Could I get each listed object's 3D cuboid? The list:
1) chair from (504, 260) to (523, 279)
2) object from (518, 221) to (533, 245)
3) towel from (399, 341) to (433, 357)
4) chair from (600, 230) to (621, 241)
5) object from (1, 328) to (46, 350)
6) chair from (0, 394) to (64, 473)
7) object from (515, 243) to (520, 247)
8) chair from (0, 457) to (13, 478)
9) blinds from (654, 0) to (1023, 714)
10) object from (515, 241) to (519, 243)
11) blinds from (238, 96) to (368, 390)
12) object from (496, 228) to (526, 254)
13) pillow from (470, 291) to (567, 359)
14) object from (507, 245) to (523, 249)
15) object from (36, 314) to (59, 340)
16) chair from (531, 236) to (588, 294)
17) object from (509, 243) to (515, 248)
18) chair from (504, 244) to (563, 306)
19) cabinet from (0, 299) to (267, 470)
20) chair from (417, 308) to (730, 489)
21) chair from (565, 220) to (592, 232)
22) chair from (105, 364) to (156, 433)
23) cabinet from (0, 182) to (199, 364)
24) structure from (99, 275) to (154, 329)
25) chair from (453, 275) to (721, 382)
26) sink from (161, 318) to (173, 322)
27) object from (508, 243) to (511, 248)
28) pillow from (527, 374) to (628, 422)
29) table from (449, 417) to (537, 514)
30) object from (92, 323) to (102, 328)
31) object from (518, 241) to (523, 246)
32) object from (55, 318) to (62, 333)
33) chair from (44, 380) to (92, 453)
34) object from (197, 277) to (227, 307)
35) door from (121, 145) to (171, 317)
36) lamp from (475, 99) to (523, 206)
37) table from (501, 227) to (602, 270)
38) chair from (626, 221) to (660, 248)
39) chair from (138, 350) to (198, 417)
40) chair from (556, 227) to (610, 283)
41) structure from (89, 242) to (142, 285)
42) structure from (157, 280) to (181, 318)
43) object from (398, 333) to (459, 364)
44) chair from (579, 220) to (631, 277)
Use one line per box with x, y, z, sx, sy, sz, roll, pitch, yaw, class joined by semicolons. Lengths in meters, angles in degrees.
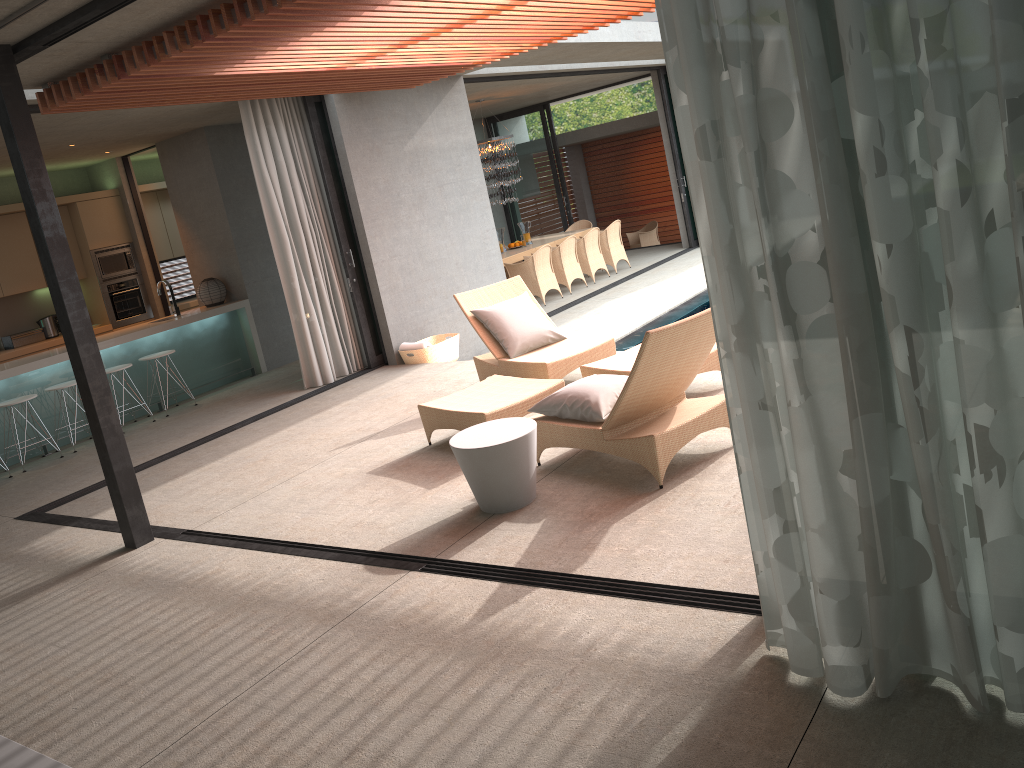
-0.173;-2.229;16.225;0.628;0.852;0.628;-5;13;37;chair
0.239;-2.546;14.918;0.192;0.382;0.196;-9;10;19;object
-0.946;-0.314;9.323;0.368;0.308;0.314;-4;14;37;towel
2.207;-3.110;20.309;0.619;0.852;0.637;-14;10;-7;chair
-5.990;-0.556;10.846;0.239;0.158;0.407;-3;15;37;object
-4.505;0.448;8.173;0.380;0.616;0.388;-5;12;37;chair
0.085;-2.295;14.623;0.082;0.080;0.081;-17;12;-23;object
-4.772;0.595;7.800;0.380;0.616;0.388;-5;12;37;chair
1.449;-0.550;1.877;2.416;2.888;0.227;-4;12;37;blinds
0.078;-2.350;14.664;0.071;0.047;0.072;-13;12;-2;object
-2.104;-1.476;9.040;0.228;2.898;0.900;-7;11;34;blinds
-0.094;-2.382;14.533;0.548;0.381;0.325;-21;13;-36;object
0.055;-0.492;7.300;0.616;0.422;0.427;-20;13;-34;pillow
0.066;-2.278;14.714;0.309;0.034;0.315;-11;13;6;object
-5.783;-0.722;11.081;0.177;0.282;0.282;-3;14;42;object
0.753;-1.846;13.768;0.628;0.852;0.628;-5;13;37;chair
0.001;-2.287;14.645;0.094;0.093;0.096;-7;12;27;object
0.336;-1.617;13.186;0.628;0.852;0.628;-5;13;37;chair
-4.515;0.070;9.170;0.797;0.887;4.195;-4;15;37;cabinet
0.295;-0.019;5.394;0.710;0.816;2.296;-20;15;-36;chair
1.221;-2.564;16.360;0.615;0.852;0.641;-5;13;37;chair
-3.955;0.146;8.944;0.380;0.616;0.388;-5;12;37;chair
-5.493;-0.806;10.123;1.958;2.533;7.604;-5;15;37;cabinet
-5.146;-1.063;11.568;0.495;0.573;0.607;-4;14;37;structure
0.511;-0.373;6.684;0.709;0.816;2.299;-19;14;-32;chair
-3.940;-0.661;10.166;0.373;0.133;0.381;-3;16;37;sink
-0.026;-2.299;14.732;0.087;0.086;0.088;-13;11;-2;object
0.491;0.062;5.119;0.604;0.192;0.593;-23;17;-40;pillow
-0.061;0.444;4.718;0.473;0.388;0.483;-8;12;19;table
-5.362;-0.716;11.218;0.309;0.034;0.315;-11;13;6;object
0.140;-2.325;14.682;0.086;0.086;0.088;-7;12;27;object
-5.639;-0.801;11.362;0.149;0.244;0.396;-5;14;37;object
-4.234;0.300;8.550;0.380;0.616;0.388;-5;12;37;chair
-3.590;-1.101;10.567;0.338;0.330;0.346;-6;13;29;object
-4.261;0.506;5.843;5.758;4.416;15.589;-10;13;10;door
-0.343;-3.806;14.594;0.615;1.734;0.630;-5;12;37;lamp
0.102;-1.875;14.712;1.275;0.747;3.315;-3;16;37;table
3.019;-3.191;19.904;0.635;0.852;0.621;-17;11;-22;chair
-3.670;-0.011;9.342;0.380;0.616;0.388;-5;12;37;chair
1.171;-2.076;14.351;0.628;0.852;0.628;-5;13;37;chair
-5.268;-1.547;11.503;0.458;0.432;0.607;-4;14;37;structure
-3.929;-0.957;10.037;0.257;0.436;0.098;-5;12;37;structure
-0.853;-0.306;9.453;0.444;0.297;0.692;-4;15;36;object
1.588;-2.305;14.934;0.628;0.852;0.628;-5;13;37;chair
